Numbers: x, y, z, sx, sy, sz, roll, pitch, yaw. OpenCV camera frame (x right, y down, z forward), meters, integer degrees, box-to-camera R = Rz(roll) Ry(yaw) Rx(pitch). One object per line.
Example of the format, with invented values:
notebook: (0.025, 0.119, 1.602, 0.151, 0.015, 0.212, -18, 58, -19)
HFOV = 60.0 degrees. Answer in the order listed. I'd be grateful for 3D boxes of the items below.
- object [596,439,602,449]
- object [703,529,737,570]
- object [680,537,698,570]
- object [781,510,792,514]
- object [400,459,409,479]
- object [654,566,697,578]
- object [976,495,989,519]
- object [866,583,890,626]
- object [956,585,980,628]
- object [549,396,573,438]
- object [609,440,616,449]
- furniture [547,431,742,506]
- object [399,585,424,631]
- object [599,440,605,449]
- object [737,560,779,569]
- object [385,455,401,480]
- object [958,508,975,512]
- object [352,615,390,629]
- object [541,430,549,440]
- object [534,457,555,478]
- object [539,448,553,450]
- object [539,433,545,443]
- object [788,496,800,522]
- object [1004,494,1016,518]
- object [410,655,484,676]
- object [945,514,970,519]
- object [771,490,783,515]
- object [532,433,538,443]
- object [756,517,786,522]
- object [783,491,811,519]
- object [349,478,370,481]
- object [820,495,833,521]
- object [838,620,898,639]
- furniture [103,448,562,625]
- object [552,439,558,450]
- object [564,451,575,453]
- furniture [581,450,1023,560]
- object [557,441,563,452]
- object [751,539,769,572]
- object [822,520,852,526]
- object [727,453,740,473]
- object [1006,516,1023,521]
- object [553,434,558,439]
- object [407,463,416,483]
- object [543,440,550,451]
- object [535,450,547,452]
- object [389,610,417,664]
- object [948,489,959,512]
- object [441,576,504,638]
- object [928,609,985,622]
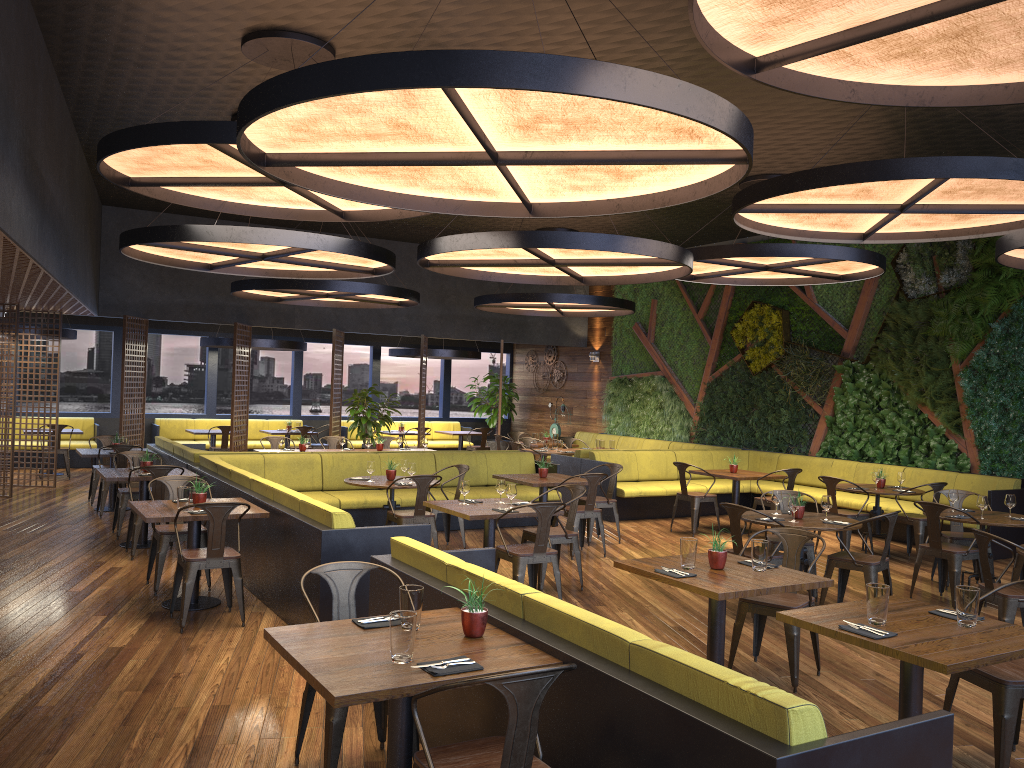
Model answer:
object: (1.487, 1.039, 15.233, 0.102, 0.178, 0.102, 2, 0, -45)
object: (1.211, 0.958, 5.248, 0.238, 0.271, 0.260, 2, 0, 9)
object: (1.036, 0.998, 5.210, 0.102, 0.178, 0.102, 2, 0, 25)
object: (2.478, 1.139, 7.882, 0.157, 0.019, 0.255, 2, 0, 12)
object: (-1.160, 0.920, 9.569, 0.097, 0.206, 0.097, 2, 0, 8)
object: (0.922, 1.074, 5.085, 0.157, 0.019, 0.255, 2, 0, -31)
object: (4.224, 1.107, 7.962, 0.097, 0.206, 0.097, 2, 0, -41)
object: (1.687, 1.019, 4.094, 0.102, 0.178, 0.102, 2, 0, 35)
object: (2.111, 1.034, 4.111, 0.102, 0.178, 0.102, 2, 0, 35)
object: (1.030, 1.079, 19.353, 0.459, 1.615, 0.848, 2, 0, -30)
object: (1.705, 1.046, 15.066, 0.102, 0.178, 0.102, 2, 0, -45)
furniture: (1.241, 1.427, 15.645, 3.378, 0.916, 4.755, 2, 0, -30)
object: (-0.424, 0.943, 3.723, 0.102, 0.178, 0.102, 2, 0, -45)
object: (1.508, 1.039, 14.852, 0.102, 0.178, 0.102, 2, 0, 5)
object: (1.512, 1.095, 5.392, 0.157, 0.019, 0.255, 2, 0, -31)
object: (-1.284, 0.880, 9.377, 0.238, 0.271, 0.260, 2, 0, -9)
object: (4.336, 1.206, 8.498, 0.157, 0.019, 0.255, 2, 0, 12)
object: (-0.551, 1.018, 3.833, 0.255, 0.019, 0.157, 2, 0, -31)
object: (0.635, 0.965, 16.488, 0.238, 0.271, 0.260, 2, 0, -9)
object: (0.372, 0.941, 10.181, 0.260, 0.271, 0.238, 2, 0, 5)
object: (0.576, 1.085, 14.845, 0.157, 0.019, 0.255, 2, 0, -31)
object: (0.561, 1.009, 16.670, 0.102, 0.178, 0.102, 2, 0, 5)
object: (2.341, 1.039, 7.361, 0.097, 0.206, 0.097, 2, 0, 31)
object: (4.582, 1.120, 8.156, 0.097, 0.206, 0.097, 2, 0, 11)
object: (-0.245, 1.028, 3.244, 0.255, 0.019, 0.157, 2, 0, -31)
object: (4.054, 1.195, 8.013, 0.255, 0.019, 0.157, 2, 0, -32)
object: (2.328, 1.039, 7.799, 0.097, 0.206, 0.097, 2, 0, -24)
object: (0.424, 1.004, 16.500, 0.102, 0.178, 0.102, 2, 0, -45)
object: (2.171, 1.127, 7.412, 0.255, 0.019, 0.157, 2, 0, -32)
object: (2.425, 1.007, 7.547, 0.260, 0.271, 0.238, 2, 0, 9)
object: (-1.581, 0.999, 9.347, 0.255, 0.019, 0.157, 2, 0, 2)
object: (2.666, 1.051, 7.517, 0.097, 0.206, 0.097, 2, 0, 11)
object: (1.573, 1.094, 3.970, 0.157, 0.019, 0.255, 2, 0, -31)
furniture: (-1.389, 1.322, 10.297, 4.895, 0.914, 7.462, 2, 0, -35)
object: (0.716, 1.010, 14.783, 0.102, 0.178, 0.102, 2, 0, -45)
object: (0.896, 1.095, 14.312, 0.255, 0.019, 0.157, 2, 0, -31)
furniture: (3.574, 1.500, 11.640, 3.372, 0.914, 4.503, 2, 0, -30)
object: (0.775, 1.012, 14.424, 0.102, 0.178, 0.102, 2, 0, 5)
object: (1.460, 1.013, 5.227, 0.102, 0.178, 0.102, 2, 0, -25)
object: (2.672, 1.144, 7.343, 0.255, 0.019, 0.157, 2, 0, 38)
object: (2.911, 1.034, 11.677, 0.260, 0.271, 0.238, 2, 0, 9)
object: (4.588, 1.214, 7.982, 0.255, 0.019, 0.157, 2, 0, 38)
object: (0.809, 1.018, 16.519, 0.102, 0.178, 0.102, 2, 0, 5)
object: (-1.042, 0.923, 9.203, 0.097, 0.206, 0.097, 2, 0, -5)
object: (0.562, 1.004, 14.519, 0.102, 0.178, 0.102, 2, 0, -45)
object: (0.448, 1.080, 14.394, 0.157, 0.019, 0.255, 2, 0, -31)
object: (-0.407, 0.942, 3.299, 0.102, 0.178, 0.102, 2, 0, 5)
object: (4.186, 1.107, 8.415, 0.097, 0.206, 0.097, 2, 0, -14)
object: (-0.151, 0.906, 3.680, 0.238, 0.271, 0.260, 2, 0, -25)
object: (2.163, 1.116, 4.276, 0.157, 0.019, 0.255, 2, 0, -31)
